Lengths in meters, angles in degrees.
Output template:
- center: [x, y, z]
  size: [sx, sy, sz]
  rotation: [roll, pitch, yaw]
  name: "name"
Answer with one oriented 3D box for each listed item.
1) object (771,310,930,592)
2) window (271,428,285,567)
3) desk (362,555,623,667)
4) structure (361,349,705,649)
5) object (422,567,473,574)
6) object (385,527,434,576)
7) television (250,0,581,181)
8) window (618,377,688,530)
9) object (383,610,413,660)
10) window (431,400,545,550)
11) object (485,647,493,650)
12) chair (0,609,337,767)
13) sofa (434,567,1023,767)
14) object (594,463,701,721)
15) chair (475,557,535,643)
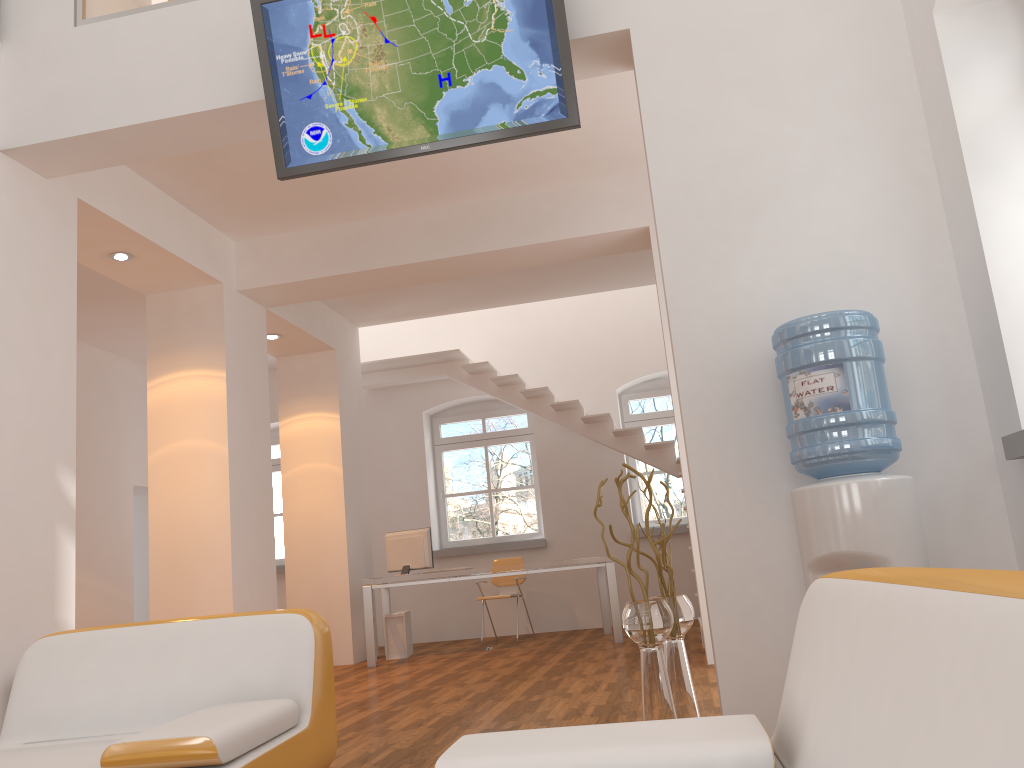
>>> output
- center: [1.217, 0.501, 3.122]
  size: [0.436, 1.490, 0.436]
  rotation: [-4, -12, -5]
  name: "object"
- center: [-2.644, 1.365, 10.948]
  size: [1.308, 1.737, 0.142]
  rotation: [-8, -12, 9]
  name: "window"
- center: [-0.171, 2.102, 8.321]
  size: [2.239, 0.750, 1.092]
  rotation: [-5, -12, 0]
  name: "desk"
- center: [0.351, 0.885, 8.320]
  size: [4.630, 3.042, 3.450]
  rotation: [-8, -12, 9]
  name: "structure"
- center: [-0.631, 1.814, 8.644]
  size: [0.467, 0.031, 0.200]
  rotation: [-10, -12, 19]
  name: "object"
- center: [-1.005, 1.585, 8.323]
  size: [0.516, 0.418, 0.245]
  rotation: [-15, -15, 38]
  name: "object"
- center: [-0.440, -1.425, 3.918]
  size: [1.388, 0.803, 0.266]
  rotation: [-8, -12, 9]
  name: "television"
- center: [1.955, 0.759, 10.186]
  size: [1.308, 1.737, 0.142]
  rotation: [-8, -12, 9]
  name: "window"
- center: [-1.088, 2.409, 8.514]
  size: [0.200, 0.422, 0.474]
  rotation: [-5, -12, 0]
  name: "object"
- center: [-0.288, 1.055, 10.558]
  size: [1.308, 1.737, 0.142]
  rotation: [-8, -12, 9]
  name: "window"
- center: [-0.216, 2.482, 8.319]
  size: [0.054, 0.035, 0.115]
  rotation: [-10, -12, 19]
  name: "object"
- center: [-1.018, 0.970, 2.301]
  size: [0.923, 0.661, 0.825]
  rotation: [-6, -12, 4]
  name: "chair"
- center: [0.162, 0.516, 0.669]
  size: [0.825, 0.661, 2.010]
  rotation: [-7, -12, 8]
  name: "sofa"
- center: [0.621, 0.879, 3.723]
  size: [0.284, 1.112, 0.655]
  rotation: [-12, -14, 30]
  name: "object"
- center: [-0.092, 2.242, 9.263]
  size: [0.495, 0.829, 0.464]
  rotation: [-11, -13, 24]
  name: "chair"
